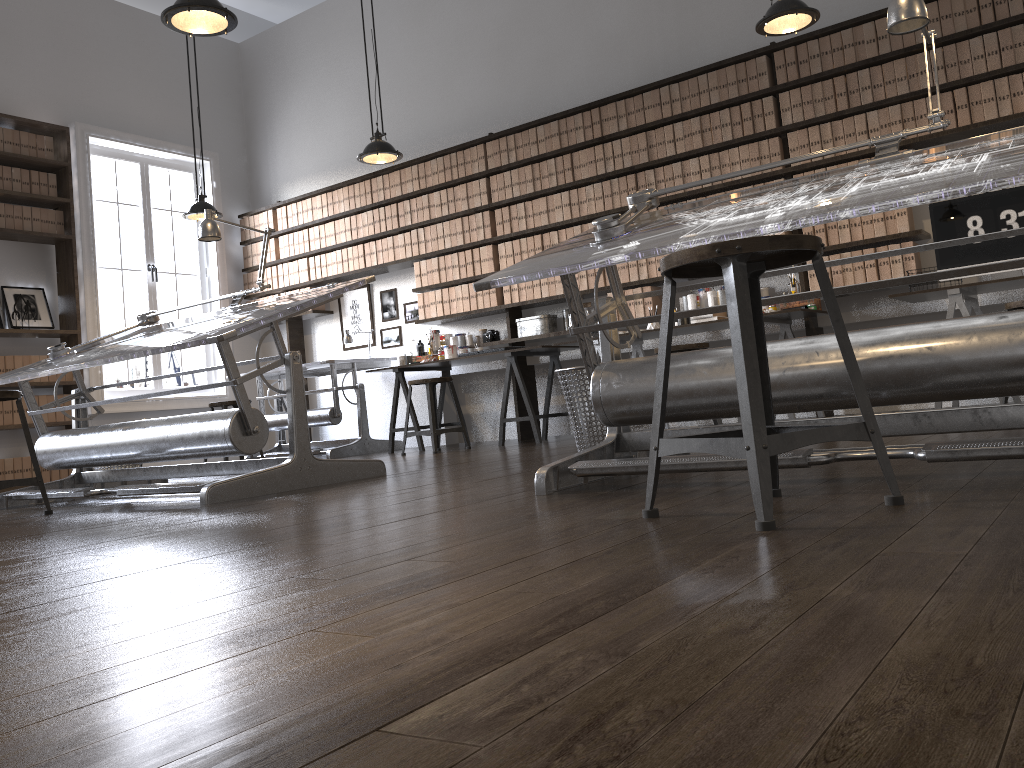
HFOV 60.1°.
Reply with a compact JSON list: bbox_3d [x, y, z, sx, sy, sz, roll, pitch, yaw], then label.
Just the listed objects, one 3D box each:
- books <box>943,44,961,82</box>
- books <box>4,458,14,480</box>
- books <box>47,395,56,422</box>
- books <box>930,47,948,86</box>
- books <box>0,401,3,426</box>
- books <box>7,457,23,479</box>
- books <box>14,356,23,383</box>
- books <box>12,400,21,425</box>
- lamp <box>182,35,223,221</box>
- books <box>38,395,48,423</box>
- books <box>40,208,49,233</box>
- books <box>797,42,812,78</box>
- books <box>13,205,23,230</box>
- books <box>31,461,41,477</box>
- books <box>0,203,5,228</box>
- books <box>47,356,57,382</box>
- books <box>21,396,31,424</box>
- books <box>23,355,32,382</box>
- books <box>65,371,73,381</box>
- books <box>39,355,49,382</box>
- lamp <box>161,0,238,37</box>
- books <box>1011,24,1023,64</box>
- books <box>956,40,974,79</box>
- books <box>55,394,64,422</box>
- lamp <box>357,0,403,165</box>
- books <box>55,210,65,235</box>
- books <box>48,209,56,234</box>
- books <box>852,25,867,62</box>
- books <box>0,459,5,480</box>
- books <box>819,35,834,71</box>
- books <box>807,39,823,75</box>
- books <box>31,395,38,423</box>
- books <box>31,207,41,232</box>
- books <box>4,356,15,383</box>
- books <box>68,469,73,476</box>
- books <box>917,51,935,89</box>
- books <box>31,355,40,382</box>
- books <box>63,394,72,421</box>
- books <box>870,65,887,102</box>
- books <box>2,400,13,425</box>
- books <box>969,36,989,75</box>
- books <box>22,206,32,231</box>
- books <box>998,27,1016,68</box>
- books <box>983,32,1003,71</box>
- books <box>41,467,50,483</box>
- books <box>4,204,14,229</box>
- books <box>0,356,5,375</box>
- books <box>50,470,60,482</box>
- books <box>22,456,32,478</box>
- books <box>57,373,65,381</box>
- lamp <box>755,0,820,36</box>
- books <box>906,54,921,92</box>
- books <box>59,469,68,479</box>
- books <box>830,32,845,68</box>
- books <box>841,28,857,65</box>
[{"bbox_3d":[2.608,-1.867,5.223,0.066,0.226,0.174,-9,-5,35],"label":"books"},{"bbox_3d":[-3.970,0.698,6.922,0.174,0.227,0.067,-8,-5,35],"label":"books"},{"bbox_3d":[-3.818,0.208,7.253,0.174,0.226,0.066,-8,-5,35],"label":"books"},{"bbox_3d":[2.548,-1.860,5.260,0.066,0.227,0.174,-9,-5,35],"label":"books"},{"bbox_3d":[-4.055,0.221,6.919,0.174,0.226,0.066,-8,-5,35],"label":"books"},{"bbox_3d":[-3.936,0.697,6.981,0.174,0.226,0.066,-8,-5,35],"label":"books"},{"bbox_3d":[-3.982,-0.106,7.080,0.174,0.227,0.067,-8,-5,35],"label":"books"},{"bbox_3d":[-3.969,0.216,7.030,0.174,0.227,0.067,-8,-5,35],"label":"books"},{"bbox_3d":[-2.586,-2.460,7.185,0.310,2.262,0.312,-7,-5,15],"label":"lamp"},{"bbox_3d":[-3.852,0.209,7.195,0.174,0.227,0.067,-8,-5,35],"label":"books"},{"bbox_3d":[-3.947,-1.338,7.396,0.174,0.227,0.067,-8,-5,35],"label":"books"},{"bbox_3d":[1.909,-2.064,5.718,0.066,0.226,0.174,-9,-5,35],"label":"books"},{"bbox_3d":[-4.073,-1.331,7.229,0.174,0.226,0.066,-8,-5,35],"label":"books"},{"bbox_3d":[-3.851,0.692,7.094,0.174,0.226,0.066,-8,-5,35],"label":"books"},{"bbox_3d":[-4.149,-1.327,7.111,0.174,0.227,0.067,-8,-5,35],"label":"books"},{"bbox_3d":[-3.833,-0.114,7.300,0.174,0.226,0.066,-8,-5,35],"label":"books"},{"bbox_3d":[-3.929,0.214,7.090,0.174,0.226,0.066,-8,-5,35],"label":"books"},{"bbox_3d":[-3.948,-0.108,7.137,0.174,0.226,0.066,-8,-5,35],"label":"books"},{"bbox_3d":[-3.752,-0.119,7.408,0.174,0.227,0.067,-8,-5,35],"label":"books"},{"bbox_3d":[-3.870,-0.113,7.241,0.174,0.227,0.067,-8,-5,35],"label":"books"},{"bbox_3d":[-1.442,-2.667,3.876,0.313,2.262,0.309,-2,-6,-35],"label":"lamp"},{"bbox_3d":[2.889,-1.900,5.025,0.066,0.226,0.174,-9,-5,35],"label":"books"},{"bbox_3d":[2.665,-1.873,5.185,0.066,0.226,0.174,-9,-5,35],"label":"books"},{"bbox_3d":[-3.777,0.205,7.311,0.174,0.226,0.066,-8,-5,35],"label":"books"},{"bbox_3d":[-1.001,-2.646,6.080,0.310,2.262,0.312,-7,-5,15],"label":"lamp"},{"bbox_3d":[-3.875,-1.342,7.508,0.174,0.226,0.066,-8,-5,35],"label":"books"},{"bbox_3d":[-3.915,-1.340,7.450,0.174,0.226,0.066,-8,-5,35],"label":"books"},{"bbox_3d":[2.190,-2.097,5.519,0.066,0.226,0.174,-9,-5,35],"label":"books"},{"bbox_3d":[-4.012,0.701,6.870,0.174,0.226,0.066,-8,-5,35],"label":"books"},{"bbox_3d":[2.024,-2.077,5.637,0.066,0.226,0.174,-9,-5,35],"label":"books"},{"bbox_3d":[1.964,-2.071,5.674,0.066,0.226,0.174,-9,-5,35],"label":"books"},{"bbox_3d":[-3.894,0.212,7.143,0.174,0.226,0.066,-8,-5,35],"label":"books"},{"bbox_3d":[-3.986,-1.336,7.342,0.174,0.226,0.066,-8,-5,35],"label":"books"},{"bbox_3d":[-4.026,-0.104,7.028,0.174,0.226,0.066,-8,-5,35],"label":"books"},{"bbox_3d":[-3.683,0.683,7.338,0.174,0.226,0.066,-8,-5,35],"label":"books"},{"bbox_3d":[2.490,-1.853,5.303,0.066,0.226,0.174,-9,-5,35],"label":"books"},{"bbox_3d":[-3.910,-0.110,7.187,0.174,0.226,0.066,-8,-5,35],"label":"books"},{"bbox_3d":[-3.733,0.203,7.367,0.174,0.226,0.066,-8,-5,35],"label":"books"},{"bbox_3d":[2.274,-1.827,5.458,0.066,0.226,0.174,-9,-5,35],"label":"books"},{"bbox_3d":[-4.013,0.218,6.975,0.174,0.226,0.066,-8,-5,35],"label":"books"},{"bbox_3d":[2.720,-1.880,5.142,0.066,0.226,0.174,-9,-5,35],"label":"books"},{"bbox_3d":[-4.030,-1.334,7.284,0.174,0.226,0.066,-8,-5,35],"label":"books"},{"bbox_3d":[2.835,-1.894,5.057,0.066,0.227,0.174,-9,-5,35],"label":"books"},{"bbox_3d":[2.777,-1.887,5.098,0.066,0.226,0.174,-9,-5,35],"label":"books"},{"bbox_3d":[-3.814,0.690,7.155,0.174,0.226,0.066,-8,-5,35],"label":"books"},{"bbox_3d":[-4.112,-1.329,7.171,0.174,0.226,0.066,-8,-5,35],"label":"books"},{"bbox_3d":[-4.067,-0.101,6.970,0.174,0.226,0.066,-8,-5,35],"label":"books"},{"bbox_3d":[-3.766,0.687,7.213,0.174,0.227,0.067,-8,-5,35],"label":"books"},{"bbox_3d":[-3.895,0.695,7.039,0.174,0.226,0.066,-8,-5,35],"label":"books"},{"bbox_3d":[-3.795,-0.117,7.359,0.174,0.226,0.066,-8,-5,35],"label":"books"},{"bbox_3d":[1.262,-2.911,4.494,0.313,2.262,0.309,-3,-5,-30],"label":"lamp"},{"bbox_3d":[2.440,-1.847,5.340,0.066,0.226,0.174,-9,-5,35],"label":"books"},{"bbox_3d":[-3.728,0.685,7.277,0.174,0.226,0.066,-8,-5,35],"label":"books"},{"bbox_3d":[2.082,-2.084,5.596,0.066,0.226,0.174,-9,-5,35],"label":"books"},{"bbox_3d":[2.133,-2.090,5.553,0.066,0.227,0.174,-9,-5,35],"label":"books"}]
